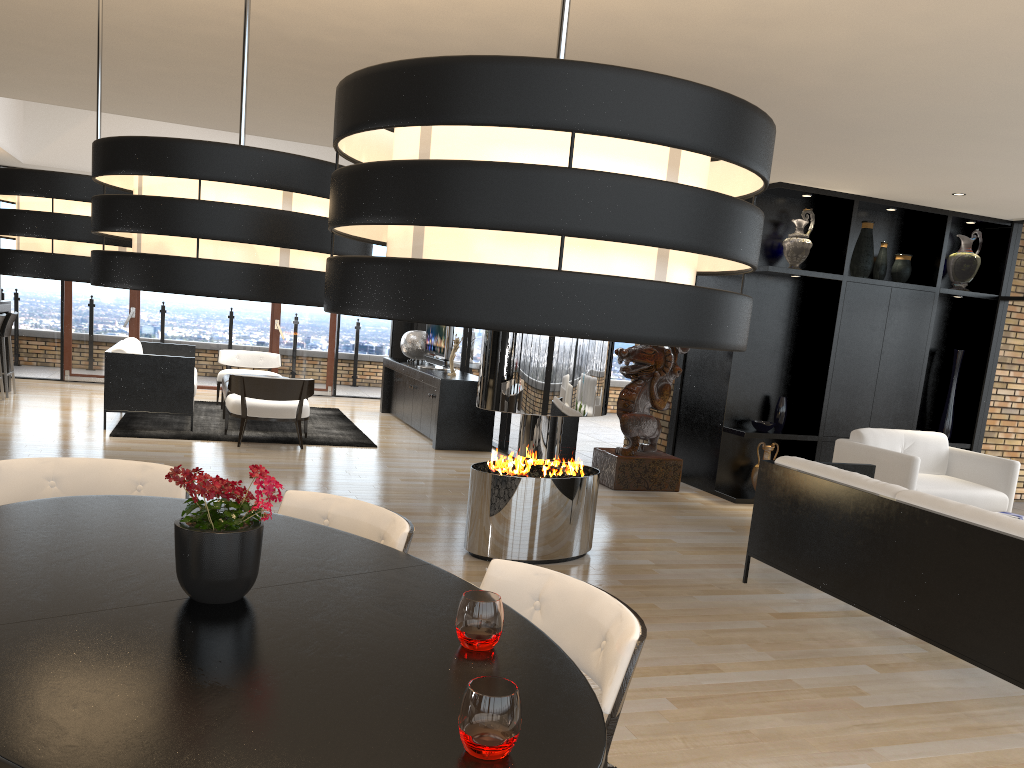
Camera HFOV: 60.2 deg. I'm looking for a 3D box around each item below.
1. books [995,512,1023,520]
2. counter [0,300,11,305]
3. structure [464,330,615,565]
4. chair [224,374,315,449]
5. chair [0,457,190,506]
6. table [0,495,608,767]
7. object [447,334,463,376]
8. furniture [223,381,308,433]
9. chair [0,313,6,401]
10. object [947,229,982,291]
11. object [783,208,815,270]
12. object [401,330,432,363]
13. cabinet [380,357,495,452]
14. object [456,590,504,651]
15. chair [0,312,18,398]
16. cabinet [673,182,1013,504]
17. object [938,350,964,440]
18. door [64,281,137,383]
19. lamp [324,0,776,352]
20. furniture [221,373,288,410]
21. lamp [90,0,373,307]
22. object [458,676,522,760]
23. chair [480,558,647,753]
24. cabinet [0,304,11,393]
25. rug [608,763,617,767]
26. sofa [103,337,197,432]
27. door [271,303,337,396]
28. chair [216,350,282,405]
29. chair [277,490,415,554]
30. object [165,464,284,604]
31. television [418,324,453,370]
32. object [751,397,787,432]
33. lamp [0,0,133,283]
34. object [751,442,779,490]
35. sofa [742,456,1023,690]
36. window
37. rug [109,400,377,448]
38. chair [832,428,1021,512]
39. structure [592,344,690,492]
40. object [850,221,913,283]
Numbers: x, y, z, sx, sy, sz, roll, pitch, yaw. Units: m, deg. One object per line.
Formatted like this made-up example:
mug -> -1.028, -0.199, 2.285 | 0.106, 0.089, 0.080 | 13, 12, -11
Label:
books -> 3.121, 0.834, 5.541 | 0.185, 0.027, 0.152 | 3, 5, -29
counter -> -5.949, -0.843, 8.771 | 1.181, 0.032, 3.074 | 4, 5, -20
structure -> 0.232, -0.316, 5.293 | 0.892, 2.780, 0.578 | 0, 11, -32
chair -> -2.343, 0.245, 8.550 | 0.806, 0.684, 0.675 | 3, 7, -20
chair -> -1.434, 0.691, 2.925 | 0.643, 0.817, 0.607 | 4, 8, -14
table -> -0.696, 0.848, 2.012 | 1.208, 0.779, 2.082 | 0, 7, -40
object -> -0.634, -0.317, 9.619 | 0.105, 0.465, 0.253 | 2, 9, -19
furniture -> -2.676, 0.234, 9.549 | 0.829, 0.490, 0.816 | 3, 6, -20
chair -> -5.714, -0.286, 9.433 | 0.520, 0.977, 0.468 | 2, 9, -20
object -> 4.246, -1.164, 8.292 | 0.283, 0.601, 0.282 | 10, 10, 30
object -> 2.485, -1.258, 7.669 | 0.243, 0.552, 0.242 | 9, 10, 24
object -> -1.206, -0.482, 11.400 | 0.463, 0.413, 0.458 | 0, 8, -37
cabinet -> -0.973, 0.181, 10.633 | 0.622, 0.749, 2.999 | 3, 5, -20
object -> -0.065, 0.479, 1.785 | 0.095, 0.107, 0.094 | 1, 9, -31
chair -> -5.936, -0.355, 10.056 | 0.520, 0.977, 0.468 | 2, 9, -20
cabinet -> 3.146, -0.285, 8.506 | 2.666, 2.779, 1.167 | 3, 9, -19
object -> 4.253, 0.115, 8.546 | 0.114, 0.894, 0.112 | 4, 10, -8
door -> -5.588, -1.015, 11.996 | 0.899, 2.021, 0.093 | 2, 10, -20
lamp -> 0.090, -0.730, 1.033 | 0.534, 1.347, 0.529 | -3, 12, -43
furniture -> -2.956, 0.148, 10.336 | 0.829, 0.490, 0.816 | 3, 6, -20
lamp -> -0.501, -0.836, 1.688 | 0.534, 1.347, 0.529 | -3, 12, -43
object -> -0.034, 0.515, 1.358 | 0.095, 0.107, 0.094 | 7, 7, 14
chair -> -0.075, 0.885, 2.067 | 0.616, 0.817, 0.634 | 1, 9, -32
cabinet -> -5.998, -0.310, 8.861 | 1.181, 1.050, 3.073 | 3, 5, -20
rug -> -0.700, 1.234, 2.021 | 2.714, 0.011, 3.681 | 1, 6, -42
sofa -> -3.839, -0.037, 9.519 | 0.839, 0.813, 2.005 | 3, 6, -20
door -> -3.027, -0.843, 12.925 | 0.899, 2.021, 0.093 | 2, 10, -20
chair -> -3.380, -0.068, 11.372 | 0.806, 0.684, 0.675 | 3, 7, -20
chair -> -0.671, 0.782, 2.674 | 0.636, 0.817, 0.614 | 12, 10, 40
object -> -0.630, 0.319, 1.928 | 0.228, 0.302, 0.235 | -1, 10, -40
television -> -0.891, -0.538, 10.497 | 0.409, 0.720, 0.921 | 5, 6, -1
object -> 2.332, 0.271, 7.920 | 0.374, 0.317, 0.210 | 3, 8, -21
lamp -> -1.093, -0.941, 2.343 | 0.534, 1.347, 0.529 | -3, 12, -43
object -> 2.295, 0.772, 8.006 | 0.222, 0.501, 0.220 | 6, 9, 7
sofa -> 2.143, 0.916, 4.418 | 0.839, 0.813, 2.005 | 3, 6, -20
window -> -0.445, -1.545, 6.833 | 10.131, 4.848, 15.694 | 2, 6, -33
rug -> -3.019, 0.410, 9.974 | 2.485, 0.012, 2.993 | 4, 5, -19
chair -> 3.069, 0.808, 6.641 | 1.002, 0.867, 0.843 | 3, 7, -20
structure -> 1.234, 0.153, 8.079 | 0.732, 1.616, 0.509 | 2, 10, -20
object -> 3.353, -1.183, 7.996 | 0.619, 0.517, 0.205 | 3, 9, -19
